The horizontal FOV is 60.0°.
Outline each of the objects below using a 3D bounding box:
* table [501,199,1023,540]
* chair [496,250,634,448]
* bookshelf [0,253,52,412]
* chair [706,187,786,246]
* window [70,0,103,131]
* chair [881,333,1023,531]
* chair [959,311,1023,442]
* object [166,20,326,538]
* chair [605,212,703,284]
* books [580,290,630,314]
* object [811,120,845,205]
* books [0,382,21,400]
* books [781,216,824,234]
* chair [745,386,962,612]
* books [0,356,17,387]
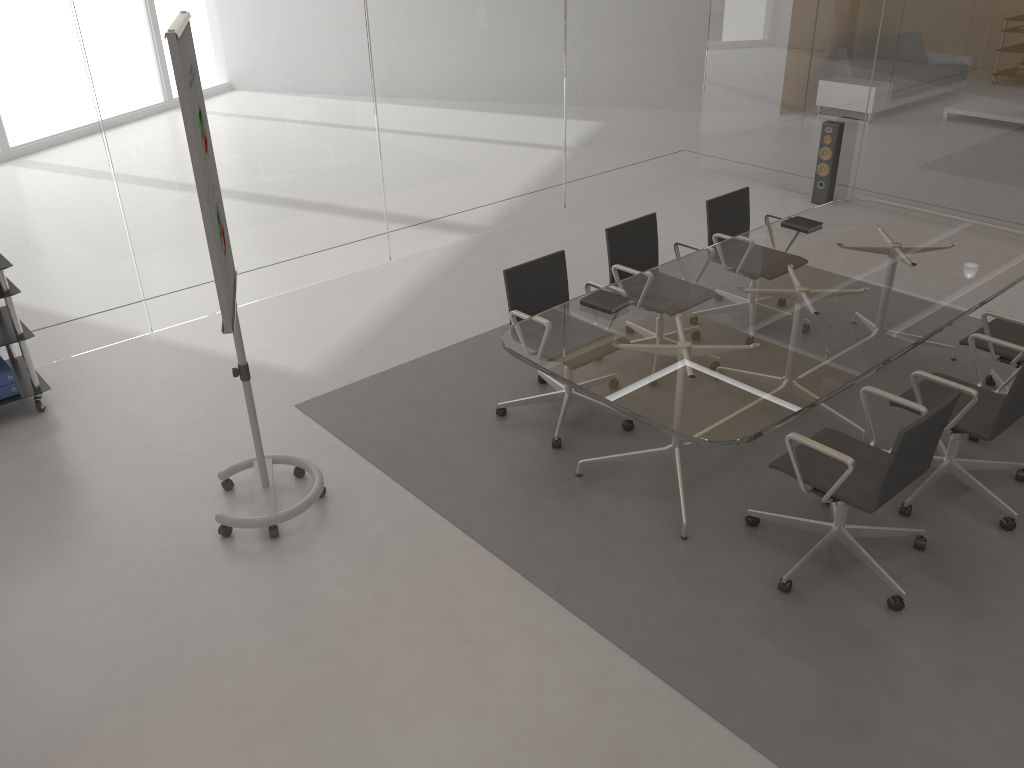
[{"bbox_3d":[1.451,-0.168,4.567,3.054,0.721,1.372,-24,36,-35],"label":"table"},{"bbox_3d":[0.324,-0.192,4.585,0.710,0.805,0.731,16,33,28],"label":"chair"},{"bbox_3d":[-3.097,-0.167,4.653,0.985,0.855,0.567,-24,36,-35],"label":"bookshelf"},{"bbox_3d":[1.550,-0.735,5.521,0.710,0.805,0.731,16,33,28],"label":"chair"},{"bbox_3d":[-5.271,-5.139,10.057,0.100,4.498,8.533,8,30,17],"label":"window"},{"bbox_3d":[1.979,0.104,3.965,0.710,0.805,0.731,16,33,29],"label":"chair"},{"bbox_3d":[2.553,-0.193,4.481,0.710,0.805,0.731,16,33,29],"label":"chair"},{"bbox_3d":[-1.164,-0.356,3.618,0.553,2.088,0.560,17,34,30],"label":"object"},{"bbox_3d":[0.893,-0.491,5.105,0.710,0.805,0.731,16,33,28],"label":"chair"},{"bbox_3d":[0.446,-0.393,4.241,0.183,0.032,0.164,23,37,37],"label":"books"},{"bbox_3d":[2.751,-1.923,7.743,0.152,0.706,0.124,24,38,38],"label":"object"},{"bbox_3d":[-2.879,0.033,4.804,0.320,0.077,0.263,-24,36,-35],"label":"books"},{"bbox_3d":[1.688,-0.926,5.158,0.164,0.032,0.183,-22,35,-33],"label":"books"},{"bbox_3d":[1.317,0.345,3.554,0.710,0.805,0.731,16,33,29],"label":"chair"},{"bbox_3d":[-2.881,-0.032,4.770,0.320,0.077,0.263,-24,36,-35],"label":"books"}]
